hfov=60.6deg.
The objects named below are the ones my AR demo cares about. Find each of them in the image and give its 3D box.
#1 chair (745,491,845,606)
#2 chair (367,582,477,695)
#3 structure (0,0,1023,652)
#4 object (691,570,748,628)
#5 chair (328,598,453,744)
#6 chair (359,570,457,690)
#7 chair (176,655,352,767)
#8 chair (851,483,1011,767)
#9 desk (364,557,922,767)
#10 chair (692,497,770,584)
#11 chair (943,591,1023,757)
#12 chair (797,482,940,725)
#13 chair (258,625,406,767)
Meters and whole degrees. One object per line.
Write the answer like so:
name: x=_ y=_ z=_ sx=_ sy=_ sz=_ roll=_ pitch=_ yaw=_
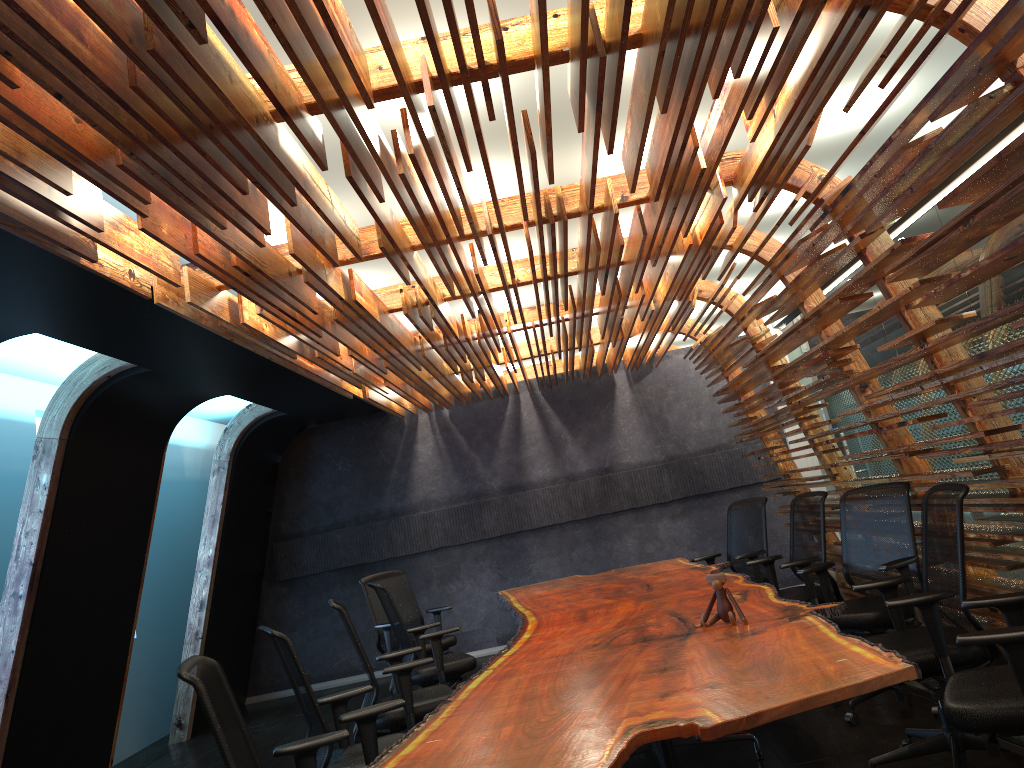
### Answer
chair: x=2.005 y=1.477 z=6.369 sx=0.799 sy=1.274 sz=0.787 roll=-9 pitch=-14 yaw=-8
chair: x=-0.582 y=2.038 z=6.564 sx=0.800 sy=1.274 sz=0.786 roll=-7 pitch=-15 yaw=-19
structure: x=0.625 y=0.498 z=5.229 sx=4.525 sy=3.074 sz=11.174 roll=-12 pitch=-9 yaw=2
object: x=0.981 y=1.011 z=4.158 sx=0.128 sy=0.252 sz=0.298 roll=3 pitch=-19 yaw=-45
chair: x=-0.626 y=1.853 z=5.282 sx=0.800 sy=1.274 sz=0.786 roll=-8 pitch=-14 yaw=-14
chair: x=-0.856 y=2.301 z=7.933 sx=0.776 sy=1.274 sz=0.810 roll=-21 pitch=-17 yaw=35
chair: x=-0.693 y=1.540 z=3.111 sx=0.800 sy=1.274 sz=0.786 roll=-8 pitch=-14 yaw=-14
chair: x=1.881 y=1.166 z=4.137 sx=0.794 sy=1.274 sz=0.793 roll=-13 pitch=-14 yaw=6
desk: x=0.713 y=1.803 z=5.358 sx=2.035 sy=0.840 sz=6.487 roll=-12 pitch=-9 yaw=2
chair: x=1.915 y=1.680 z=7.593 sx=0.800 sy=1.274 sz=0.786 roll=-5 pitch=-15 yaw=-23
chair: x=1.830 y=1.029 z=3.160 sx=0.782 sy=1.274 sz=0.805 roll=-18 pitch=-15 yaw=26
chair: x=2.138 y=1.290 z=5.313 sx=0.799 sy=1.274 sz=0.787 roll=-4 pitch=-16 yaw=-28
chair: x=-0.701 y=1.693 z=4.119 sx=0.800 sy=1.274 sz=0.786 roll=-5 pitch=-15 yaw=-23
